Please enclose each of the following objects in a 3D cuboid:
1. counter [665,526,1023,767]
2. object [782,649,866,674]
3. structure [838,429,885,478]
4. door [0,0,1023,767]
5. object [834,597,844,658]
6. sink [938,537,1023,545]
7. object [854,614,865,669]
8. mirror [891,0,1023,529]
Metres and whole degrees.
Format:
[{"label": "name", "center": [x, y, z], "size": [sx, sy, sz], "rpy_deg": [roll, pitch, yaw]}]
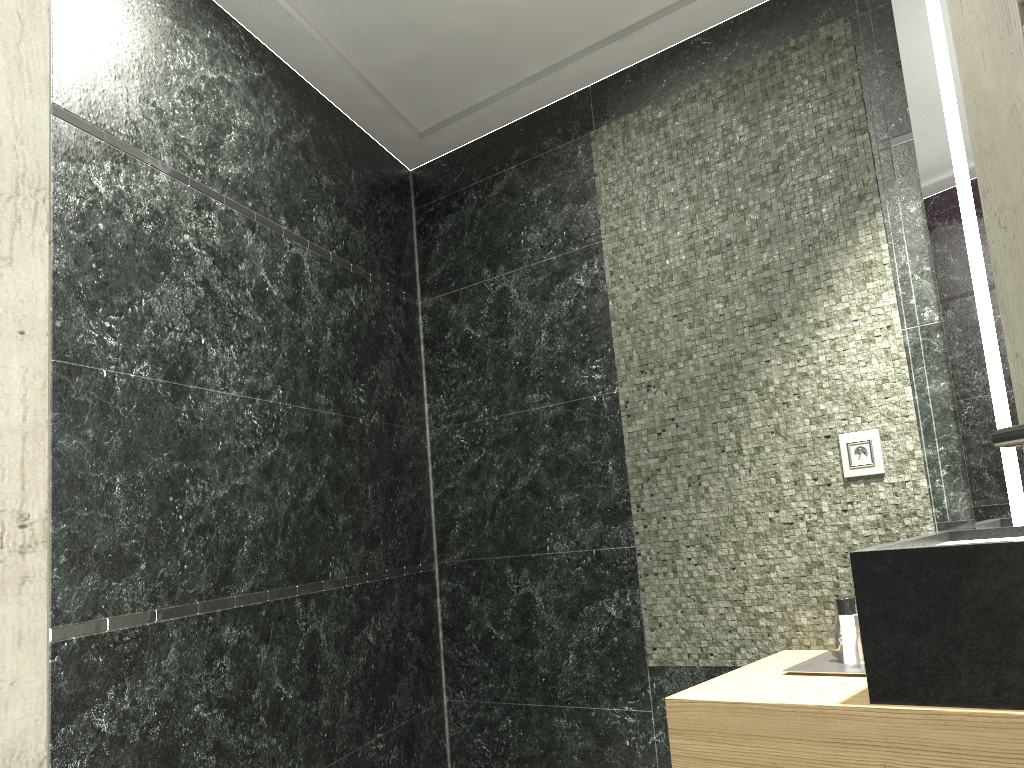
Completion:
[{"label": "counter", "center": [1.095, 0.884, 2.011], "size": [1.232, 1.050, 0.691], "rpy_deg": [-13, -12, 38]}, {"label": "object", "center": [0.931, 0.742, 2.328], "size": [0.294, 0.011, 0.340], "rpy_deg": [-14, -12, 40]}, {"label": "structure", "center": [1.024, 0.204, 2.564], "size": [0.115, 0.128, 0.018], "rpy_deg": [-12, -12, 38]}, {"label": "door", "center": [0.437, -0.020, 0.653], "size": [1.426, 2.512, 1.102], "rpy_deg": [-9, -10, 22]}, {"label": "object", "center": [0.926, 0.685, 2.461], "size": [0.048, 0.163, 0.042], "rpy_deg": [4, -12, -43]}, {"label": "sink", "center": [1.248, 0.309, 1.953], "size": [0.672, 0.408, 0.582], "rpy_deg": [-13, -12, 39]}, {"label": "object", "center": [0.934, 0.661, 2.248], "size": [0.078, 0.136, 0.034], "rpy_deg": [-13, -12, 42]}, {"label": "mirror", "center": [1.430, -0.445, 2.272], "size": [0.631, 1.575, 0.045], "rpy_deg": [-12, -12, 38]}]
